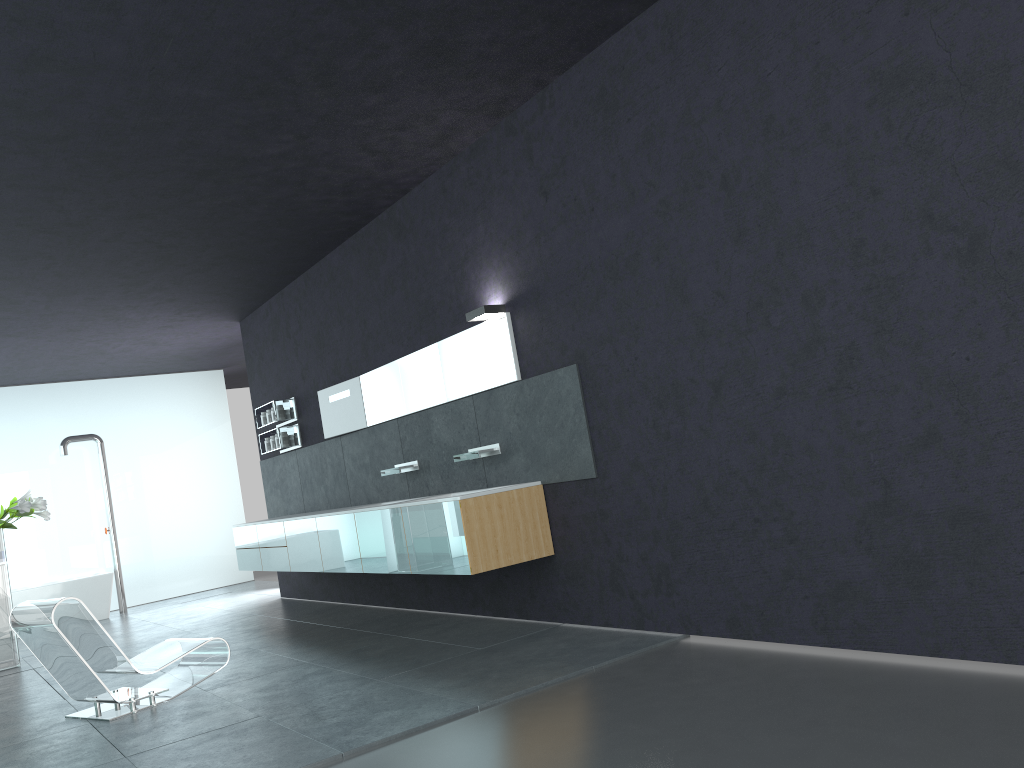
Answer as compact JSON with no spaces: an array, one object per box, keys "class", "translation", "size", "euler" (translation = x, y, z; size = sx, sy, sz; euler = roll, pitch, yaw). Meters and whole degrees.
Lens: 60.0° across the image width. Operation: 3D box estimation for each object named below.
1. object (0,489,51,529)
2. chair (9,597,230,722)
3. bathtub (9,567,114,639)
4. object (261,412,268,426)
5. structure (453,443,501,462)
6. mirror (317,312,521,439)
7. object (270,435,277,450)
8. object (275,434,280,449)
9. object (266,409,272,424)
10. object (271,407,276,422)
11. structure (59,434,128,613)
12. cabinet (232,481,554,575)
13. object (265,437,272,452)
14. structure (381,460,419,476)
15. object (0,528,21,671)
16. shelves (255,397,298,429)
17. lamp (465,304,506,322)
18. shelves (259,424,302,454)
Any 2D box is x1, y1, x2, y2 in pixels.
[{"class":"object","translation":[-5.598,1.557,9.695],"size":[1.023,0.778,0.977],"euler":[-5,-6,-42]},{"class":"chair","translation":[-2.799,1.880,6.425],"size":[0.630,0.869,1.260],"euler":[-13,-6,37]},{"class":"bathtub","translation":[-6.985,3.210,13.086],"size":[1.975,0.857,0.963],"euler":[-6,-6,-34]},{"class":"object","translation":[-3.111,0.445,11.172],"size":[0.096,0.184,0.068],"euler":[-6,-6,-43]},{"class":"structure","translation":[-0.300,0.563,7.220],"size":[0.186,0.088,0.483],"euler":[-6,-6,-34]},{"class":"mirror","translation":[-1.012,0.024,8.306],"size":[0.109,0.531,3.732],"euler":[-7,-6,-36]},{"class":"object","translation":[-2.938,0.731,10.973],"size":[0.096,0.184,0.068],"euler":[-8,-4,-25]},{"class":"object","translation":[-2.836,0.699,10.818],"size":[0.096,0.184,0.068],"euler":[-7,-5,-36]},{"class":"object","translation":[-2.993,0.409,10.995],"size":[0.096,0.184,0.068],"euler":[-8,-4,-25]},{"class":"object","translation":[-2.891,0.378,10.840],"size":[0.096,0.184,0.068],"euler":[-7,-5,-36]},{"class":"structure","translation":[-6.439,2.198,13.632],"size":[0.642,2.867,0.124],"euler":[-7,-5,-35]},{"class":"cabinet","translation":[-1.555,1.503,8.743],"size":[0.733,0.556,5.598],"euler":[-7,-6,-34]},{"class":"object","translation":[-3.056,0.767,11.150],"size":[0.096,0.184,0.068],"euler":[-6,-6,-43]},{"class":"structure","translation":[-1.075,0.801,8.390],"size":[0.186,0.088,0.483],"euler":[-6,-6,-34]},{"class":"object","translation":[-5.779,2.363,9.612],"size":[0.584,1.489,0.576],"euler":[-7,-5,-34]},{"class":"shelves","translation":[-2.921,0.371,10.970],"size":[0.265,0.284,0.772],"euler":[-7,-6,-34]},{"class":"lamp","translation":[-0.206,-0.553,6.909],"size":[0.198,0.066,0.277],"euler":[-6,-6,-34]},{"class":"shelves","translation":[-2.866,0.693,10.948],"size":[0.265,0.284,0.772],"euler":[-7,-6,-34]}]
